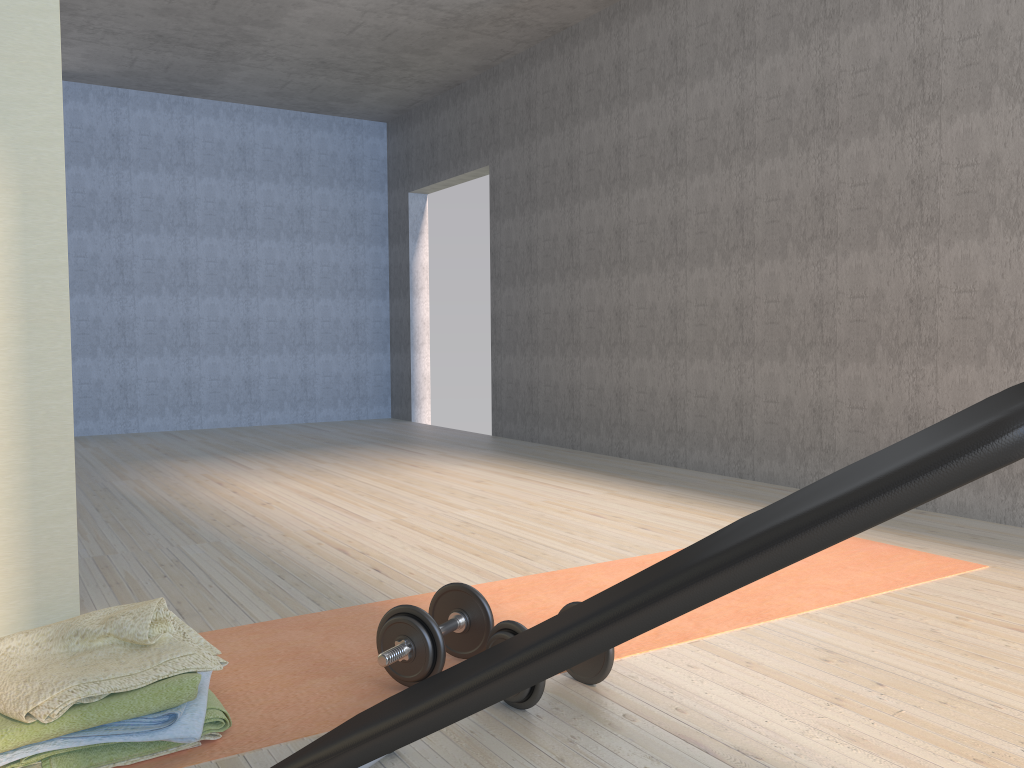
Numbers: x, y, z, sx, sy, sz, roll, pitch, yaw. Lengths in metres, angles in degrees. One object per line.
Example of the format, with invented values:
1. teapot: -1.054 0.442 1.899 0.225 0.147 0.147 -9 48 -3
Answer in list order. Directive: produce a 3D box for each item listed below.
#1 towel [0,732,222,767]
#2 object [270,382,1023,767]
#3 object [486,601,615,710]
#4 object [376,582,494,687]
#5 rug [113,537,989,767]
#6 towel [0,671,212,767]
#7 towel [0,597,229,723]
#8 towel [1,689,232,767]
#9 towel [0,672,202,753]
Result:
1. towel: -0.783 0.637 1.681 0.376 0.044 0.371 -2 3 -33
2. object: 0.218 0.307 1.075 1.312 0.746 0.505 1 3 28
3. object: 0.079 0.560 1.845 0.385 0.176 0.176 -3 4 -40
4. object: -0.166 0.547 1.950 0.176 0.176 0.385 1 3 30
5. rug: 0.150 0.615 2.405 2.779 0.002 0.716 -2 3 -32
6. towel: -0.767 0.590 1.658 0.383 0.078 0.383 -1 3 -15
7. towel: -0.774 0.499 1.659 0.373 0.123 0.384 2 4 42
8. towel: -0.763 0.614 1.683 0.380 0.081 0.367 -2 3 -34
9. towel: -0.783 0.555 1.635 0.376 0.085 0.371 -2 3 -27
